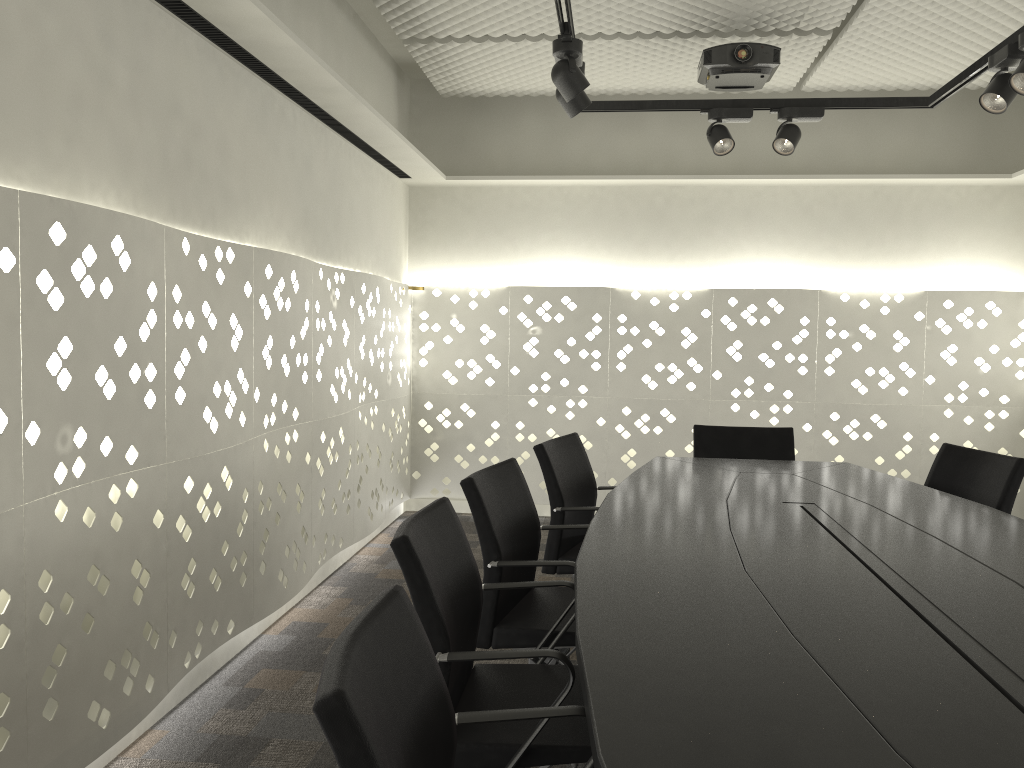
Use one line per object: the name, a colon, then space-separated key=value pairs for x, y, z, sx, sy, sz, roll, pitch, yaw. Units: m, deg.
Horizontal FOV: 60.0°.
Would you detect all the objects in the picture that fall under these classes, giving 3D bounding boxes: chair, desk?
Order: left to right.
chair: x=0.017 y=0.651 z=1.846 sx=0.579 sy=0.757 sz=0.559 roll=2 pitch=3 yaw=11
chair: x=0.018 y=0.691 z=1.153 sx=0.579 sy=0.757 sz=0.559 roll=1 pitch=3 yaw=6
chair: x=0.136 y=0.616 z=2.472 sx=0.579 sy=0.757 sz=0.559 roll=2 pitch=4 yaw=21
chair: x=0.355 y=0.579 z=3.175 sx=0.579 sy=0.757 sz=0.559 roll=3 pitch=4 yaw=26
chair: x=0.962 y=0.566 z=3.566 sx=0.559 sy=0.757 sz=0.579 roll=2 pitch=3 yaw=11
desk: x=0.733 y=0.716 z=1.804 sx=1.223 sy=0.658 sz=3.364 roll=1 pitch=3 yaw=6
chair: x=1.419 y=0.604 z=3.037 sx=0.579 sy=0.757 sz=0.559 roll=1 pitch=3 yaw=-4

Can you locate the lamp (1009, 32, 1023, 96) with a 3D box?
lamp: x=1.568 y=-0.983 z=2.656 sx=0.126 sy=0.224 sz=0.213 roll=2 pitch=3 yaw=9

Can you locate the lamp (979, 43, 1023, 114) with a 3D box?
lamp: x=1.594 y=-0.996 z=2.878 sx=0.126 sy=0.224 sz=0.213 roll=2 pitch=3 yaw=9

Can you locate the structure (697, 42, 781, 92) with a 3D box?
structure: x=1.002 y=-1.406 z=3.943 sx=0.327 sy=0.144 sz=0.371 roll=1 pitch=3 yaw=6

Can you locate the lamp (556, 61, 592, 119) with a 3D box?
lamp: x=0.218 y=-1.031 z=3.083 sx=0.126 sy=0.224 sz=0.213 roll=2 pitch=3 yaw=9

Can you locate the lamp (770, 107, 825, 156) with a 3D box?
lamp: x=1.164 y=-1.047 z=3.626 sx=0.214 sy=0.224 sz=0.118 roll=1 pitch=3 yaw=-5

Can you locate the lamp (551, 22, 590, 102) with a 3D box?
lamp: x=0.193 y=-1.018 z=2.862 sx=0.126 sy=0.224 sz=0.213 roll=2 pitch=3 yaw=9

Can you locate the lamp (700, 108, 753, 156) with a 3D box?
lamp: x=0.881 y=-1.053 z=3.649 sx=0.213 sy=0.224 sz=0.126 roll=2 pitch=3 yaw=9
